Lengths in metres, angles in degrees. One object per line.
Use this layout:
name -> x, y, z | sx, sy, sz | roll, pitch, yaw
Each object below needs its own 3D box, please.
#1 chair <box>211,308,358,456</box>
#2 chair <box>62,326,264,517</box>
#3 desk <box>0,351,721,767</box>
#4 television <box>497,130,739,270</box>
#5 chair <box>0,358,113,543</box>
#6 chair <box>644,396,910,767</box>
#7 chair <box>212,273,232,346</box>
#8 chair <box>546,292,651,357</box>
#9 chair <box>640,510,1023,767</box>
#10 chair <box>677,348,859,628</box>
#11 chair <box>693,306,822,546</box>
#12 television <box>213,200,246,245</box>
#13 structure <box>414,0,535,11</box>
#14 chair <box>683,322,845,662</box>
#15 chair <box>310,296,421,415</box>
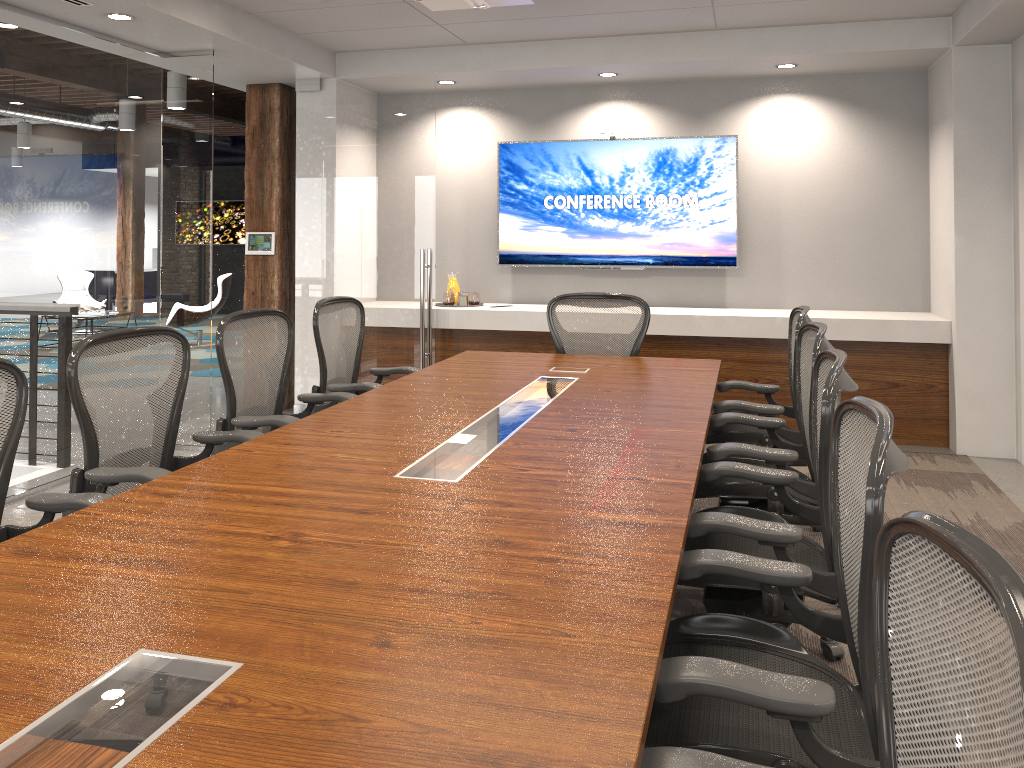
chair -> -0.917, 0.224, 3.776 | 0.792, 1.088, 0.775 | 0, 2, -1
chair -> -1.083, 0.364, 2.959 | 0.761, 1.087, 0.807 | 0, 3, 8
desk -> -0.366, 0.718, 1.836 | 1.404, 0.748, 6.115 | 2, 10, 15
television -> 0.808, -1.460, 6.899 | 1.909, 1.106, 0.065 | 2, -1, 15
chair -> -1.303, 0.493, 2.208 | 0.792, 1.088, 0.775 | 0, 2, 1
chair -> 0.417, 0.578, 1.708 | 0.761, 1.087, 0.807 | 1, 3, 17
chair -> -4.040, -0.965, 11.220 | 0.791, 0.919, 0.678 | -3, 4, -37
chair -> 0.460, 0.065, 4.705 | 0.770, 1.088, 0.797 | 0, 3, -1
chair -> 0.239, 0.719, 0.887 | 0.792, 1.088, 0.775 | 0, 2, -4
chair -> 0.668, 0.452, 2.446 | 0.792, 1.088, 0.775 | 0, 2, 1
chair -> 1.063, 0.179, 4.040 | 0.761, 1.087, 0.807 | 1, 3, 17
television -> -5.332, -2.862, 15.478 | 1.463, 0.796, 0.049 | 2, -1, 15
structure -> -0.168, -1.804, 3.600 | 0.460, 0.455, 0.320 | 1, 3, 15
chair -> 0.860, 0.311, 3.268 | 0.763, 1.088, 0.805 | 1, 3, 26
chair -> -0.672, 0.098, 4.508 | 0.762, 1.088, 0.805 | 1, 3, 21
